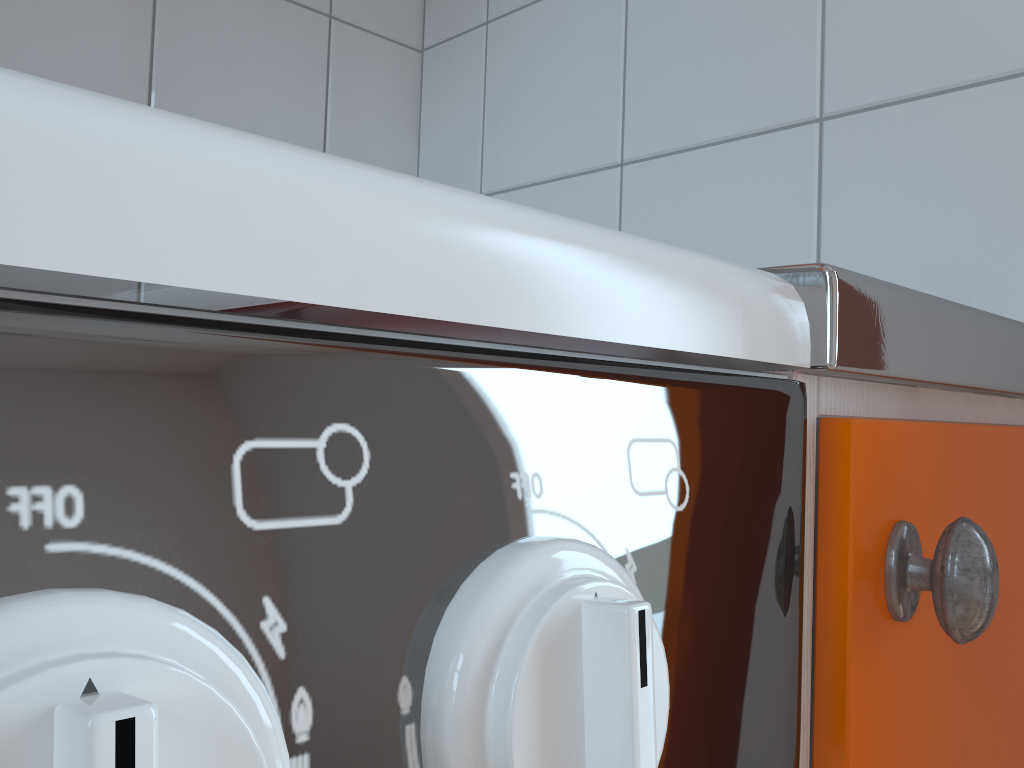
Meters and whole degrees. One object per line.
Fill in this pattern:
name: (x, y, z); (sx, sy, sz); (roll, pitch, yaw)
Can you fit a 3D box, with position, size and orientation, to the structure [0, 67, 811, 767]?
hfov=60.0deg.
structure: (-0.356, 0.378, 0.270); (0.611, 0.865, 0.740); (4, -3, -44)
